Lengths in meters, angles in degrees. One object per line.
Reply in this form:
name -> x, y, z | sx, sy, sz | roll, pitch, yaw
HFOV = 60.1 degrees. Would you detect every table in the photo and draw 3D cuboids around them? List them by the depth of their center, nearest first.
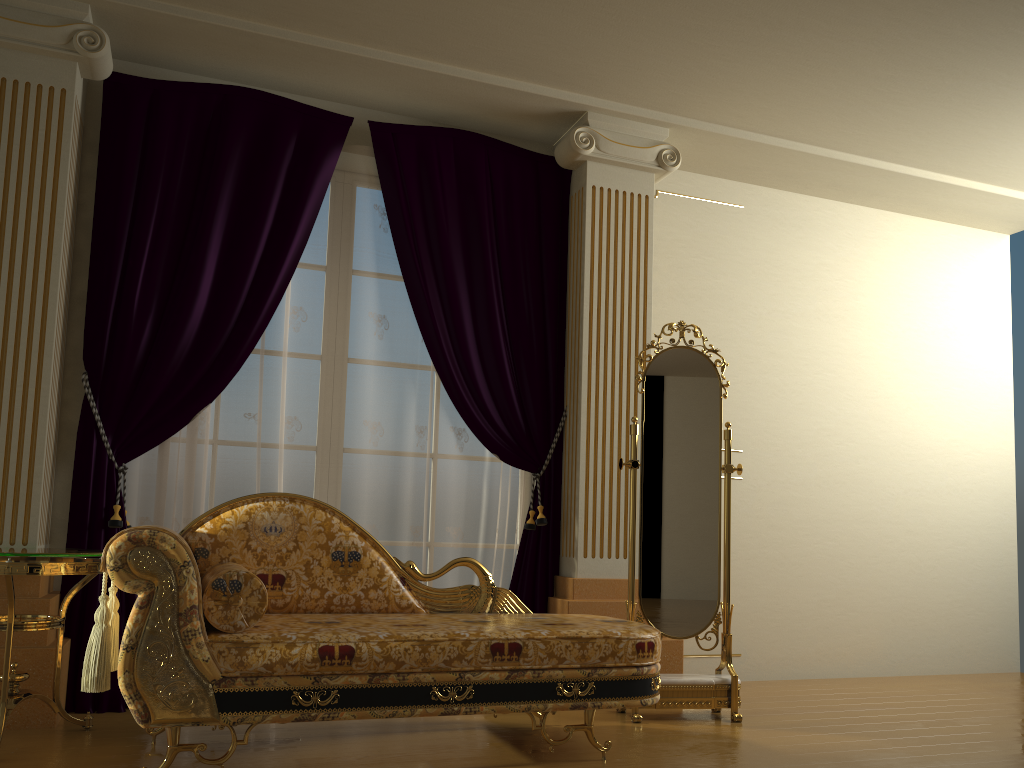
table -> -1.663, 0.879, 2.967 | 0.571, 0.638, 0.576 | -2, -8, 25

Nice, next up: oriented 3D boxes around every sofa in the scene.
sofa -> -0.387, 0.811, 3.023 | 1.896, 0.864, 0.698 | 5, -8, -20

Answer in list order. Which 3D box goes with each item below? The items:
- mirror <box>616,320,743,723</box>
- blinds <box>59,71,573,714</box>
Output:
mirror -> 0.721, 0.559, 3.787 | 0.542, 1.687, 0.244 | 3, -6, -10
blinds -> -0.761, 0.072, 3.987 | 2.239, 2.633, 0.341 | 4, -6, -19
